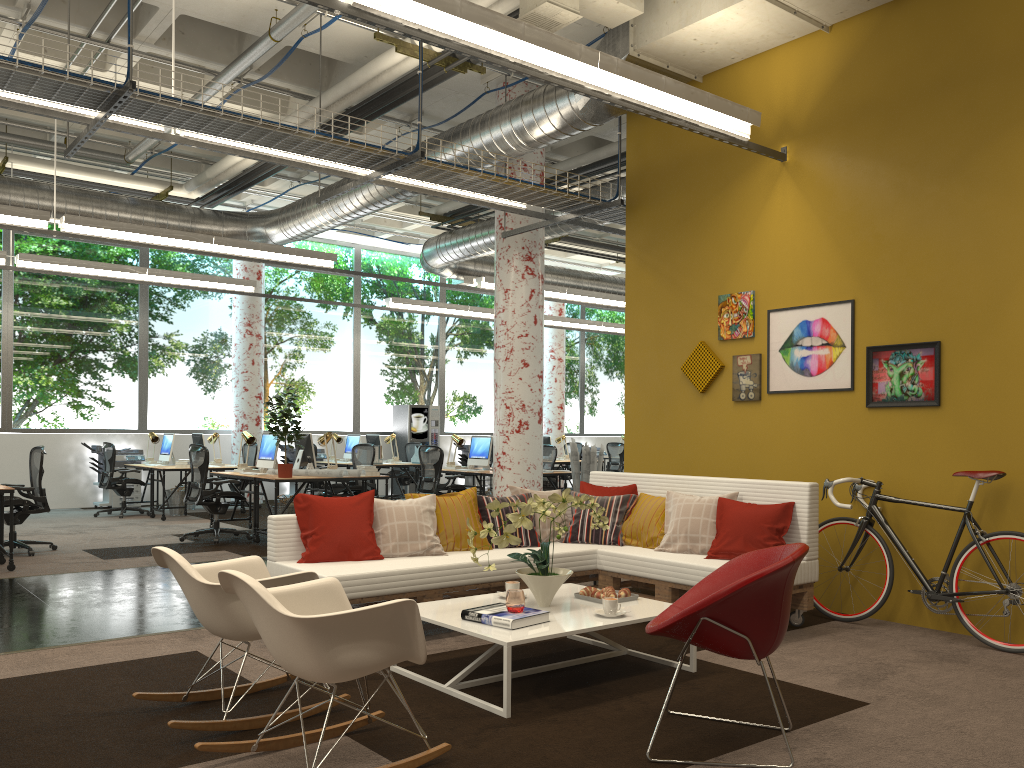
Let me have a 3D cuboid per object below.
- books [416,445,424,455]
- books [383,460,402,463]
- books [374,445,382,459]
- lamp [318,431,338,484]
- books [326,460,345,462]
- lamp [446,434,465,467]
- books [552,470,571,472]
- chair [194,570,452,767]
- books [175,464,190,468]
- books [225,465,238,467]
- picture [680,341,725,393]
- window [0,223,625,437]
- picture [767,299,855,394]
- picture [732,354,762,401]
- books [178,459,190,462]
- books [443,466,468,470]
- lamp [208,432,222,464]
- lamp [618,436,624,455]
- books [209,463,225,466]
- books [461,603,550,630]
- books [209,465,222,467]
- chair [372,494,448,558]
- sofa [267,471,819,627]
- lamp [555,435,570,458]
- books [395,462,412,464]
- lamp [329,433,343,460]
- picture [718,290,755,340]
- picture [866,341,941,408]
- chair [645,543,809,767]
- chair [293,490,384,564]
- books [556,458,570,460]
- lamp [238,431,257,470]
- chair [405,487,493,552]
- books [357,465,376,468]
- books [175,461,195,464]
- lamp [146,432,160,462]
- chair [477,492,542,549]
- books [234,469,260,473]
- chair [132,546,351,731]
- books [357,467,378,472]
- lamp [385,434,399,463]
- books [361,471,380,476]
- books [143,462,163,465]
[{"bbox_3d":[-1.555,1.204,15.136,0.068,0.310,0.234,1,-1,-38],"label":"books"},{"bbox_3d":[-2.094,1.354,15.447,0.226,0.038,0.309,3,-4,-38],"label":"books"},{"bbox_3d":[-2.231,1.168,14.599,0.068,0.310,0.234,1,-1,-38],"label":"books"},{"bbox_3d":[-2.180,0.869,10.517,0.209,0.610,0.528,1,-2,-19],"label":"lamp"},{"bbox_3d":[-3.129,1.362,15.709,0.226,0.038,0.309,3,-4,-38],"label":"books"},{"bbox_3d":[-0.836,1.034,12.845,0.209,0.610,0.528,1,-2,-19],"label":"lamp"},{"bbox_3d":[0.680,1.204,12.252,0.243,0.019,0.205,0,-3,-1],"label":"books"},{"bbox_3d":[-0.696,1.042,3.296,0.794,0.753,0.614,2,-2,-38],"label":"chair"},{"bbox_3d":[-4.692,1.171,12.672,0.200,0.050,0.272,1,-3,-11],"label":"books"},{"bbox_3d":[-4.110,1.217,13.154,0.200,0.024,0.235,-1,-4,25],"label":"books"},{"bbox_3d":[1.539,-0.137,7.165,0.047,0.424,0.425,1,-2,-38],"label":"picture"},{"bbox_3d":[-3.849,-0.915,16.812,26.218,3.761,0.050,3,-2,-38],"label":"window"},{"bbox_3d":[2.152,-0.257,6.419,0.018,0.632,0.706,1,-2,-38],"label":"picture"},{"bbox_3d":[1.812,-0.048,6.835,0.027,0.355,0.252,1,-1,-38],"label":"picture"},{"bbox_3d":[-4.686,1.094,12.690,0.153,0.030,0.185,1,-3,-10],"label":"books"},{"bbox_3d":[-0.820,1.213,12.811,0.226,0.038,0.309,3,-4,-38],"label":"books"},{"bbox_3d":[-4.524,1.043,13.473,0.209,0.610,0.528,1,-2,-19],"label":"lamp"},{"bbox_3d":[2.519,1.483,20.237,0.219,0.610,0.528,1,-2,-19],"label":"lamp"},{"bbox_3d":[-4.542,1.225,13.505,0.226,0.038,0.309,3,-4,-38],"label":"books"},{"bbox_3d":[-0.031,1.124,4.292,0.334,0.048,0.279,-3,-4,43],"label":"books"},{"bbox_3d":[-4.407,1.207,12.972,0.243,0.019,0.205,-1,-4,29],"label":"books"},{"bbox_3d":[-0.705,0.928,5.745,0.525,0.401,0.332,1,-2,-19],"label":"chair"},{"bbox_3d":[0.226,1.073,5.549,2.857,0.931,2.019,3,-4,-38],"label":"sofa"},{"bbox_3d":[1.052,1.337,17.893,0.219,0.610,0.528,1,-2,-19],"label":"lamp"},{"bbox_3d":[-1.835,1.337,14.959,0.200,0.024,0.235,-1,-4,25],"label":"books"},{"bbox_3d":[-3.144,1.183,15.743,0.209,0.610,0.528,1,-2,-19],"label":"lamp"},{"bbox_3d":[1.752,-0.532,6.918,0.027,0.355,0.331,1,-1,-38],"label":"picture"},{"bbox_3d":[2.593,-0.056,5.873,0.042,0.418,0.502,1,-2,-38],"label":"picture"},{"bbox_3d":[0.859,1.035,3.564,0.636,0.812,0.835,0,-2,26],"label":"chair"},{"bbox_3d":[-1.085,0.890,5.500,0.534,0.444,0.301,1,-1,-22],"label":"chair"},{"bbox_3d":[1.029,1.519,17.924,0.226,0.038,0.309,3,-4,-38],"label":"books"},{"bbox_3d":[-3.253,0.880,10.843,0.219,0.610,0.528,1,-2,-19],"label":"lamp"},{"bbox_3d":[-0.425,0.927,6.005,0.546,0.438,0.316,1,-2,-26],"label":"chair"},{"bbox_3d":[-1.683,0.953,10.216,0.153,0.030,0.185,3,-4,-40],"label":"books"},{"bbox_3d":[-4.671,1.126,12.691,0.193,0.044,0.258,0,-3,9],"label":"books"},{"bbox_3d":[-5.597,1.053,13.800,0.219,0.610,0.528,1,-2,-19],"label":"lamp"},{"bbox_3d":[-0.042,0.976,6.232,0.523,0.408,0.341,1,-2,-23],"label":"chair"},{"bbox_3d":[-3.233,1.058,10.812,0.226,0.038,0.309,3,-4,-38],"label":"books"},{"bbox_3d":[-1.190,1.074,3.919,0.794,0.753,0.614,2,-2,-38],"label":"chair"},{"bbox_3d":[-1.670,0.985,10.224,0.193,0.044,0.257,2,-3,-21],"label":"books"},{"bbox_3d":[-2.071,1.172,15.416,0.219,0.610,0.528,1,-2,-19],"label":"lamp"},{"bbox_3d":[-1.679,1.030,10.198,0.200,0.050,0.272,3,-4,-41],"label":"books"},{"bbox_3d":[-5.577,1.232,13.768,0.226,0.038,0.309,3,-4,-38],"label":"books"}]
